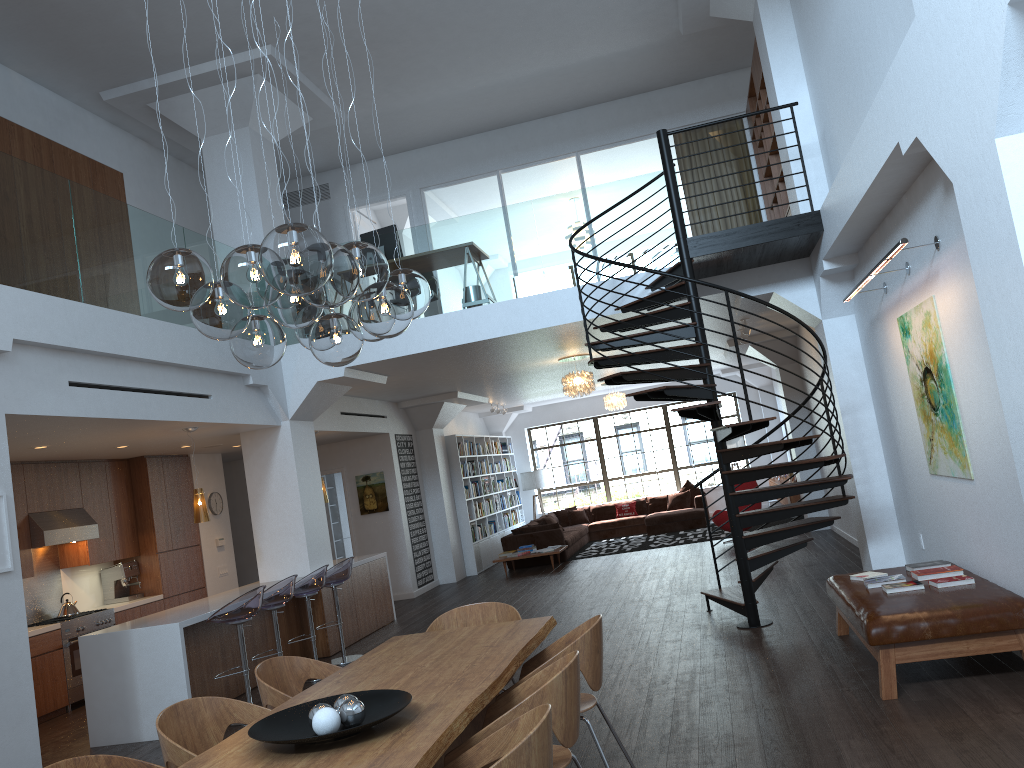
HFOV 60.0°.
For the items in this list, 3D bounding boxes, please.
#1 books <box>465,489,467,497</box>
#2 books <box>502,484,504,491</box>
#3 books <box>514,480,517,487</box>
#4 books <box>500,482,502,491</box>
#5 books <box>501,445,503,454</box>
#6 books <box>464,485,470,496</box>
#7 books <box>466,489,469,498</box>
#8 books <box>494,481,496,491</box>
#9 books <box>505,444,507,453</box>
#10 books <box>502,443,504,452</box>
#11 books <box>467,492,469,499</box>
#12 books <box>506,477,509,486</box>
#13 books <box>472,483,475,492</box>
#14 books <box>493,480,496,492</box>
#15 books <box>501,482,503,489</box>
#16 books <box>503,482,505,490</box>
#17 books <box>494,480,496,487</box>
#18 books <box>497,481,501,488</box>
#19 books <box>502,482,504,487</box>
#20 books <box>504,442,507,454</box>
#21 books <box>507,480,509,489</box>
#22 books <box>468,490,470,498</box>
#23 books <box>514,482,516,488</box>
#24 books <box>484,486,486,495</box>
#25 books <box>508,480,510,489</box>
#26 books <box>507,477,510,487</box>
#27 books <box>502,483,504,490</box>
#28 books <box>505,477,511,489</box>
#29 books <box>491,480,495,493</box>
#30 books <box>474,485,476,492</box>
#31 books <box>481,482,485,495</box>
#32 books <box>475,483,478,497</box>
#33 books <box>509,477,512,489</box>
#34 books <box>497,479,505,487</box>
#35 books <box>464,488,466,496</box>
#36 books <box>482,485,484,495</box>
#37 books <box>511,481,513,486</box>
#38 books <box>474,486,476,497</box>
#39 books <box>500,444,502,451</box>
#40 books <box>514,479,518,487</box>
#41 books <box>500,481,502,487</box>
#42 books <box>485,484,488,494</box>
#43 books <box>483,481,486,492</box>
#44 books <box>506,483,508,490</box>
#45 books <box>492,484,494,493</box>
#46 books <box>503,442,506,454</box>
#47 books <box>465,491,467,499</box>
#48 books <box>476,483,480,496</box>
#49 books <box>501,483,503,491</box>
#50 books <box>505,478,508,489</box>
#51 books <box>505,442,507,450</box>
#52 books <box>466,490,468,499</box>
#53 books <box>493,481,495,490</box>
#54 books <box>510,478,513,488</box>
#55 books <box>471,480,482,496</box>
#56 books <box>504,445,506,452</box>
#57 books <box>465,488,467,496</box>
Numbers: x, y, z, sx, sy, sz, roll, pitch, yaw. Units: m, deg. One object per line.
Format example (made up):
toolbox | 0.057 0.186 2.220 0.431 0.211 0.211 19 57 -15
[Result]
books | -0.856 1.919 15.392 0.128 0.178 0.021 -11 -6 11
books | -0.242 2.110 18.200 0.109 0.171 0.018 -11 -6 11
books | -0.011 2.175 19.384 0.167 0.210 0.162 -11 -6 11
books | -0.288 2.089 18.019 0.139 0.191 0.036 -11 -6 11
books | -0.289 1.377 18.689 0.161 0.223 0.032 -11 -6 11
books | -0.819 1.907 15.602 0.140 0.231 0.042 -11 -6 11
books | -0.822 1.932 15.513 0.120 0.167 0.020 -11 -6 11
books | -0.413 2.033 17.543 0.171 0.246 0.036 -11 -6 11
books | -0.216 1.393 19.108 0.183 0.253 0.042 -11 -6 11
books | -0.276 1.376 18.853 0.183 0.253 0.042 -11 -6 11
books | -0.824 1.937 15.494 0.110 0.153 0.018 -11 -6 11
books | -0.167 2.107 18.692 0.183 0.253 0.042 -11 -6 11
books | -0.756 1.924 15.962 0.159 0.250 0.026 -11 -6 11
books | -0.431 2.027 17.476 0.183 0.253 0.039 -11 -6 11
books | -0.261 2.103 18.132 0.128 0.178 0.021 -11 -6 11
books | -0.215 2.118 18.277 0.106 0.162 0.032 -11 -6 11
books | -0.408 2.034 17.579 0.160 0.251 0.036 -11 -6 11
books | -0.302 2.080 17.981 0.140 0.206 0.042 -11 -6 11
books | -0.227 2.116 18.253 0.120 0.167 0.020 -11 -6 11
books | -0.225 1.390 19.065 0.183 0.253 0.042 -11 -6 11
books | -0.159 2.117 18.652 0.161 0.223 0.032 -11 -6 11
books | -0.805 1.933 15.562 0.107 0.167 0.017 -11 -6 11
books | -0.023 2.160 19.287 0.161 0.222 0.084 -11 -6 11
books | -0.587 1.983 16.682 0.161 0.223 0.032 -11 -6 11
books | -0.148 2.114 18.763 0.171 0.246 0.039 -11 -6 11
books | -0.142 2.115 18.802 0.160 0.251 0.039 -11 -6 11
books | -0.232 2.119 18.215 0.110 0.153 0.019 -11 -6 11
books | -0.137 2.114 18.841 0.180 0.259 0.042 -11 -6 11
books | -0.444 2.017 17.372 0.174 0.251 0.051 -11 -6 11
books | -0.736 1.939 16.011 0.161 0.223 0.026 -11 -6 11
books | -0.608 1.971 16.610 0.174 0.240 0.054 -11 -6 11
books | -0.717 1.931 16.113 0.182 0.253 0.034 -11 -6 11
books | -0.113 2.122 18.924 0.183 0.253 0.042 -11 -6 11
books | -0.224 2.091 18.342 0.140 0.231 0.042 -11 -6 11
books | -0.872 1.906 15.352 0.127 0.200 0.020 -11 -6 11
books | -0.617 1.976 16.567 0.161 0.223 0.032 -11 -6 11
books | -0.071 2.153 19.064 0.161 0.207 0.135 -11 -6 11
books | -0.740 1.937 15.985 0.161 0.223 0.027 -11 -6 11
books | -0.304 1.377 18.660 0.161 0.223 0.033 -11 -6 11
books | 0.016 2.177 19.471 0.182 0.215 0.188 -11 -6 11
books | -0.282 2.089 18.059 0.136 0.196 0.045 -11 -6 11
books | -0.555 2.003 16.836 0.161 0.207 0.135 -11 -6 11
books | -0.595 1.974 16.722 0.183 0.253 0.042 -11 -6 11
books | -0.189 2.110 18.537 0.161 0.223 0.032 -11 -6 11
books | -0.451 2.029 17.331 0.161 0.223 0.030 -11 -6 11
books | -0.243 1.384 18.980 0.183 0.253 0.042 -11 -6 11
books | -0.859 1.917 15.370 0.128 0.178 0.022 -11 -6 11
books | -0.693 1.944 16.210 0.174 0.239 0.045 -11 -6 11
books | -0.264 2.101 18.110 0.128 0.178 0.022 -11 -6 11
books | -0.180 2.104 18.580 0.174 0.240 0.054 -11 -6 11
books | -0.209 1.396 19.151 0.183 0.253 0.042 -11 -6 11
books | -0.838 1.926 15.460 0.109 0.171 0.018 -11 -6 11
books | -0.422 2.035 17.439 0.161 0.223 0.030 -11 -6 11
books | -0.093 2.137 19.011 0.174 0.236 0.142 -11 -6 11
books | -0.675 1.930 16.347 0.176 0.294 0.102 -11 -6 11
books | -0.240 1.388 19.023 0.183 0.253 0.042 -11 -6 11
books | -0.858 1.919 15.419 0.134 0.184 0.030 -11 -6 11
